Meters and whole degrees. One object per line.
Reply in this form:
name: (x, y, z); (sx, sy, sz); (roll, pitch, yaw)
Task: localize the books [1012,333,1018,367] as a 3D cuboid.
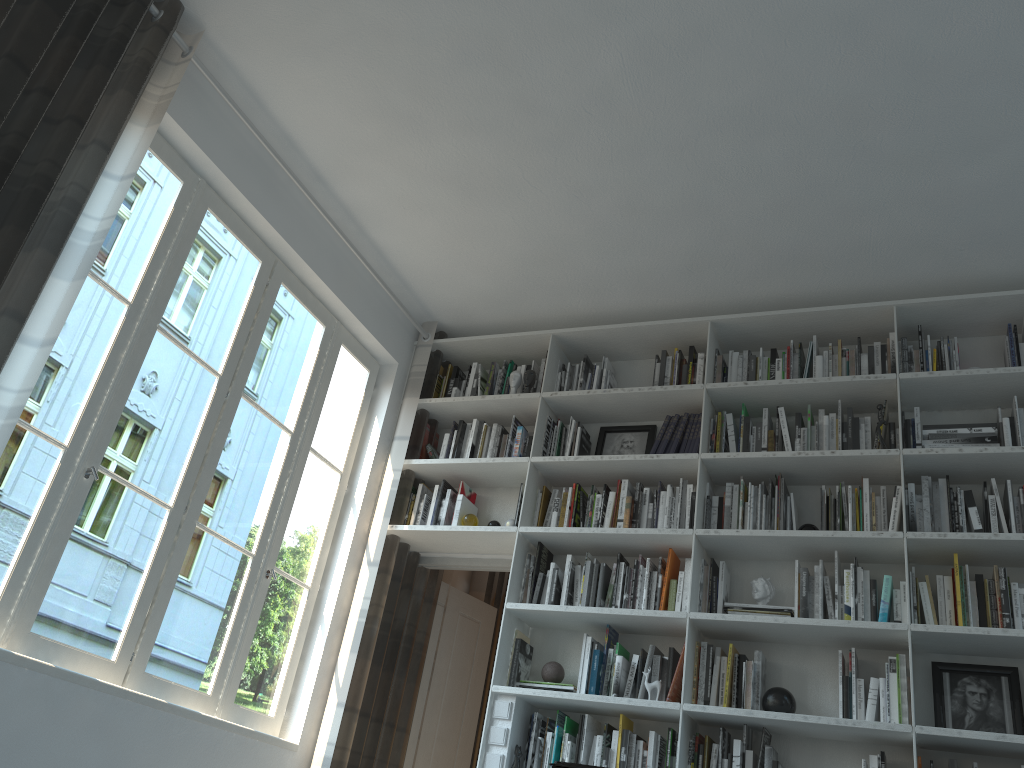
books: (2.212, -0.078, 3.902); (0.011, 0.265, 0.130); (-3, -31, 24)

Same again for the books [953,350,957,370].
books: (1.989, -0.032, 3.978); (0.010, 0.185, 0.153); (-3, -31, 24)

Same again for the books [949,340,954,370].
books: (1.987, -0.054, 4.005); (0.013, 0.248, 0.149); (-3, -31, 24)

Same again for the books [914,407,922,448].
books: (1.775, 0.255, 3.871); (0.021, 0.248, 0.192); (-3, -31, 24)

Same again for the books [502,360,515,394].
books: (-0.013, 0.033, 4.918); (0.029, 0.313, 0.130); (-3, -31, 24)

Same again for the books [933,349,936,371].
books: (1.913, -0.033, 4.012); (0.023, 0.194, 0.173); (-3, -31, 24)

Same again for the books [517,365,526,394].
books: (0.077, 0.049, 4.853); (0.021, 0.252, 0.180); (-3, -31, 24)

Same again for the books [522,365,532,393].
books: (0.098, 0.044, 4.842); (0.027, 0.258, 0.147); (-3, -31, 24)

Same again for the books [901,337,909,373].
books: (1.804, -0.058, 4.065); (0.026, 0.252, 0.186); (-3, -31, 24)

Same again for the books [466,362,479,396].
books: (-0.193, 0.049, 4.977); (0.028, 0.282, 0.190); (-3, -31, 24)

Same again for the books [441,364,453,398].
books: (-0.344, 0.054, 5.040); (0.014, 0.284, 0.176); (-3, -31, 24)

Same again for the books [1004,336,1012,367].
books: (2.188, -0.067, 3.908); (0.012, 0.244, 0.152); (-3, -31, 24)

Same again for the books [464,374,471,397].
books: (-0.218, 0.080, 4.982); (0.024, 0.226, 0.158); (-3, -31, 24)

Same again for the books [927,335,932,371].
books: (1.898, -0.068, 4.025); (0.011, 0.263, 0.164); (-3, -31, 24)

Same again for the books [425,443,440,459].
books: (-0.410, 0.431, 4.866); (0.121, 0.175, 0.130); (-3, -31, 24)

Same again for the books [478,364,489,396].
books: (-0.144, 0.047, 4.934); (0.057, 0.261, 0.191); (-3, -31, 24)

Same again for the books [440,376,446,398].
books: (-0.363, 0.087, 5.040); (0.023, 0.222, 0.151); (-3, -31, 24)

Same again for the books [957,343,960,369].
books: (2.014, -0.048, 3.993); (0.004, 0.234, 0.138); (-3, -31, 24)

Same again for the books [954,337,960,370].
books: (2.001, -0.066, 3.985); (0.011, 0.255, 0.144); (-3, -31, 24)

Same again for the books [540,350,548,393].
books: (0.202, 0.004, 4.816); (0.014, 0.336, 0.168); (-3, -31, 24)

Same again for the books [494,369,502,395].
books: (-0.056, 0.062, 4.926); (0.030, 0.256, 0.130); (-3, -31, 24)

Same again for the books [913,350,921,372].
books: (1.846, -0.032, 4.036); (0.026, 0.193, 0.167); (-3, -31, 24)

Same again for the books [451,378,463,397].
books: (-0.289, 0.092, 4.987); (0.028, 0.185, 0.182); (-3, -31, 24)

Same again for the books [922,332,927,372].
books: (1.887, -0.074, 4.052); (0.010, 0.295, 0.154); (-3, -31, 24)

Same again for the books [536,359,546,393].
books: (0.183, 0.030, 4.815); (0.022, 0.285, 0.176); (-3, -31, 24)

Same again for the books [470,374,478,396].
books: (-0.177, 0.076, 4.940); (0.030, 0.205, 0.176); (-3, -31, 24)

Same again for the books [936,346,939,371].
books: (1.937, -0.040, 4.030); (0.006, 0.232, 0.136); (-3, -31, 24)

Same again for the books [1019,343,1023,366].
books: (2.238, -0.053, 3.878); (0.031, 0.207, 0.147); (-3, -31, 24)

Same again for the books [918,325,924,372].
books: (1.882, -0.089, 4.072); (0.014, 0.339, 0.145); (-3, -31, 24)

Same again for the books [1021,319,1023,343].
books: (2.258, -0.118, 3.881); (0.010, 0.330, 0.187); (-3, -31, 24)

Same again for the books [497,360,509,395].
books: (-0.038, 0.033, 4.916); (0.014, 0.302, 0.146); (-3, -31, 24)

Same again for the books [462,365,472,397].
books: (-0.232, 0.053, 4.995); (0.010, 0.280, 0.161); (-3, -31, 24)

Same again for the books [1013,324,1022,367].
books: (2.221, -0.096, 3.897); (0.011, 0.294, 0.158); (-3, -31, 24)

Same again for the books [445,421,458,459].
books: (-0.312, 0.370, 4.846); (0.011, 0.295, 0.163); (-3, -31, 24)

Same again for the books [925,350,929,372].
books: (1.894, -0.029, 4.037); (0.011, 0.204, 0.146); (-3, -31, 24)

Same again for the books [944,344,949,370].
books: (1.961, -0.048, 3.993); (0.016, 0.218, 0.144); (-3, -31, 24)

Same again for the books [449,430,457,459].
books: (-0.285, 0.390, 4.802); (0.023, 0.227, 0.172); (-3, -31, 24)

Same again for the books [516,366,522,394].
books: (0.051, 0.050, 4.853); (0.025, 0.242, 0.168); (-3, -31, 24)

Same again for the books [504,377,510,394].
books: (-0.004, 0.081, 4.869); (0.024, 0.186, 0.160); (-3, -31, 24)

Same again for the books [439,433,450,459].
books: (-0.340, 0.404, 4.835); (0.034, 0.216, 0.167); (-3, -31, 24)

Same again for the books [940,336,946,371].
books: (1.953, -0.065, 4.012); (0.013, 0.263, 0.147); (-3, -31, 24)

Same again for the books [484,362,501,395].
books: (-0.093, 0.044, 4.931); (0.039, 0.281, 0.182); (-3, -31, 24)

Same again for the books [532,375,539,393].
books: (0.152, 0.075, 4.802); (0.028, 0.184, 0.168); (-3, -31, 24)

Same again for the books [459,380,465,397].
books: (-0.252, 0.099, 4.996); (0.031, 0.194, 0.146); (-3, -31, 24)

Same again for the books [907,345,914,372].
books: (1.832, -0.039, 4.064); (0.023, 0.226, 0.157); (-3, -31, 24)

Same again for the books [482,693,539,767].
books: (-0.004, 1.565, 3.883); (0.106, 0.338, 0.308); (-3, -31, 24)

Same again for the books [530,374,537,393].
books: (0.132, 0.069, 4.820); (0.023, 0.204, 0.146); (-3, -31, 24)

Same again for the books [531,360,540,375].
books: (0.124, 0.035, 4.851); (0.013, 0.290, 0.155); (-3, -31, 24)

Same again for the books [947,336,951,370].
books: (1.972, -0.065, 3.995); (0.005, 0.254, 0.169); (-3, -31, 24)

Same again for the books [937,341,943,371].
books: (1.942, -0.054, 4.019); (0.014, 0.247, 0.140); (-3, -31, 24)

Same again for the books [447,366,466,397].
books: (-0.306, 0.058, 5.016); (0.025, 0.268, 0.178); (-3, -31, 24)

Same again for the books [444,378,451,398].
books: (-0.333, 0.094, 5.013); (0.024, 0.194, 0.168); (-3, -31, 24)

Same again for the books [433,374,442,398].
books: (-0.406, 0.085, 5.047); (0.014, 0.218, 0.189); (-3, -31, 24)

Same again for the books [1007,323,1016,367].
books: (2.197, -0.097, 3.900); (0.014, 0.291, 0.177); (-3, -31, 24)

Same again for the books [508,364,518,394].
books: (0.023, 0.046, 4.887); (0.013, 0.274, 0.159); (-3, -31, 24)

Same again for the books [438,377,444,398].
books: (-0.380, 0.091, 5.059); (0.024, 0.227, 0.130); (-3, -31, 24)
